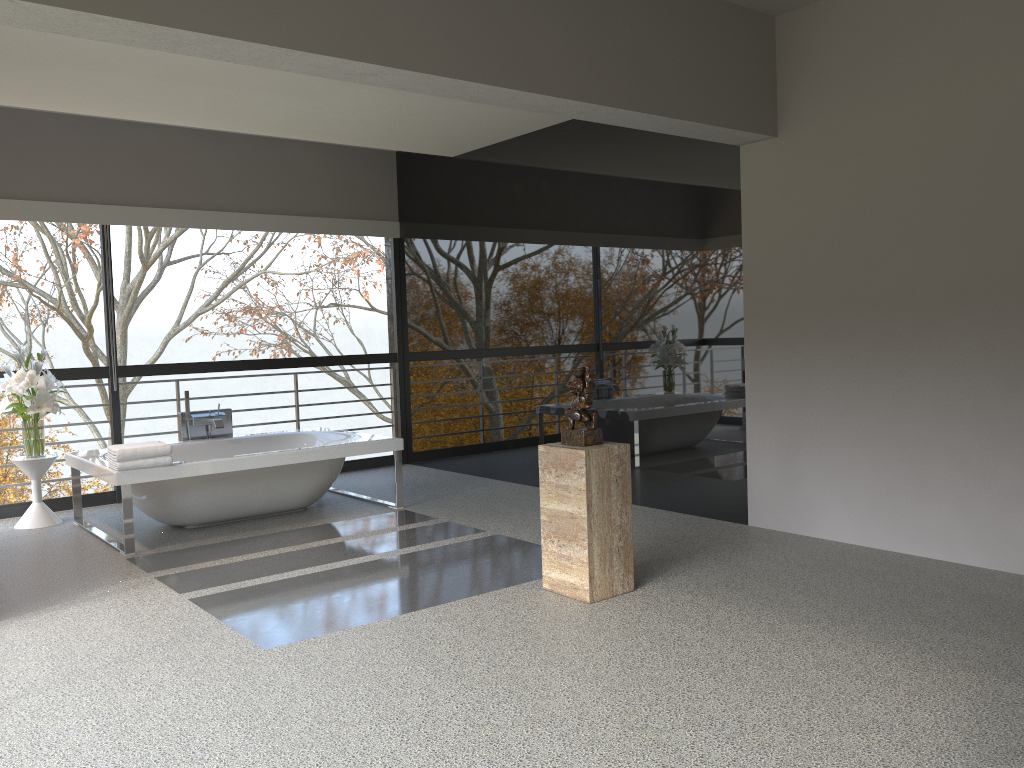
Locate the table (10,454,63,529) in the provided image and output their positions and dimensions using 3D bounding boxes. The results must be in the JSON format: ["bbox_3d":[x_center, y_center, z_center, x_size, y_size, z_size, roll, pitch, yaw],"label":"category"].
[{"bbox_3d":[-3.344,0.752,6.242,0.307,0.478,0.308,0,4,36],"label":"table"}]

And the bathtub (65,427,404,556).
[{"bbox_3d":[-1.948,0.688,6.308,1.959,0.504,1.328,-5,4,-38],"label":"bathtub"}]

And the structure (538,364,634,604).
[{"bbox_3d":[0.343,0.444,4.187,0.292,1.073,0.328,-4,3,-38],"label":"structure"}]

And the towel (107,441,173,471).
[{"bbox_3d":[-2.255,0.440,5.383,0.322,0.145,0.305,-4,4,-35],"label":"towel"}]

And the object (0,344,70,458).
[{"bbox_3d":[-3.373,0.118,6.199,0.450,0.795,0.460,-3,3,-10],"label":"object"}]

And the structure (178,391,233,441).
[{"bbox_3d":[-2.293,0.485,6.802,0.402,0.884,0.330,-4,4,-38],"label":"structure"}]
